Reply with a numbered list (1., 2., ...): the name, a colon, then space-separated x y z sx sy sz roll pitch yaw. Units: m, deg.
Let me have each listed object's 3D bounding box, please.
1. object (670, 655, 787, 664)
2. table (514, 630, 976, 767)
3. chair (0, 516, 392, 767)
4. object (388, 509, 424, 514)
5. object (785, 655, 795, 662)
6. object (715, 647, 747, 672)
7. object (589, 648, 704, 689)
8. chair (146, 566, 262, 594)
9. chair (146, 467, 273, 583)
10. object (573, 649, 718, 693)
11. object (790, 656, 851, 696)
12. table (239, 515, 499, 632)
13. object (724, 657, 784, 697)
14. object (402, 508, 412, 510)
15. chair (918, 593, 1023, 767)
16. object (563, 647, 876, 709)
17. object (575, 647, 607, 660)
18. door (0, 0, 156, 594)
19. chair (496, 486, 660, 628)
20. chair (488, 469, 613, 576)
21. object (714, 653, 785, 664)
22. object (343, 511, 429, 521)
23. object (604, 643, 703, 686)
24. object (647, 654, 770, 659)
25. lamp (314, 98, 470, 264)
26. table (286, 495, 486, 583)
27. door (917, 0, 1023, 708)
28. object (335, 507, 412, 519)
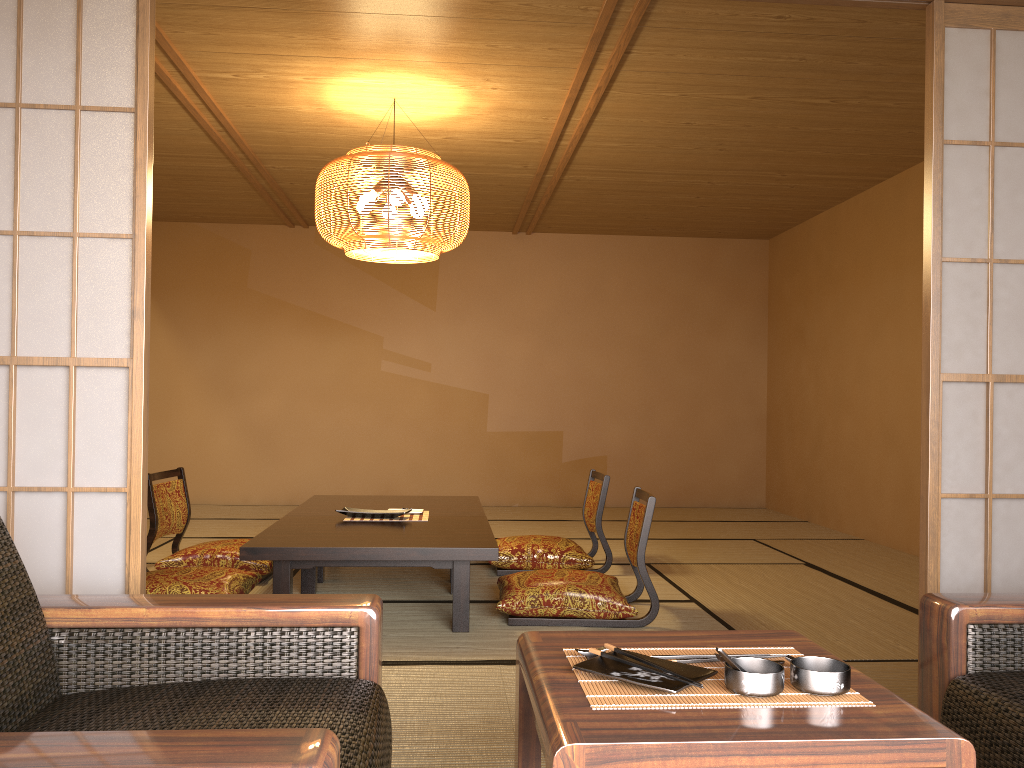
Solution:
1. object: 0.348 0.447 1.445 0.230 0.007 0.006 1 -1 -15
2. table: 0.294 0.699 1.369 0.540 0.500 0.540 1 -1 -4
3. chair: -0.661 0.549 1.333 0.943 0.779 0.872 1 -1 -4
4. object: -0.544 0.651 4.521 0.180 0.014 0.130 1 -1 -3
5. object: 0.457 0.442 1.397 0.050 0.018 0.015 0 -1 37
6. object: 0.333 0.404 1.275 0.117 0.068 0.038 2 -1 -39
7. object: 0.198 0.427 1.339 0.006 0.007 0.230 2 -2 -39
8. chair: -1.479 0.713 3.848 0.699 0.546 0.582 1 -1 -5
9. chair: -1.549 0.734 4.697 0.687 0.546 0.582 1 -1 0
10. object: 0.200 0.438 1.344 0.181 0.015 0.131 0 -2 41
11. object: 0.452 0.430 1.302 0.084 0.037 0.084 0 -1 24
12. table: -0.588 0.823 3.925 0.995 0.356 0.995 1 -1 -4
13. object: 0.353 0.428 1.291 0.084 0.037 0.084 1 -1 -13
14. object: -0.539 0.646 4.536 0.050 0.018 0.015 1 -1 -8
15. chair: 1.328 0.582 1.488 0.943 0.779 0.872 1 -1 -4
16. object: 0.297 0.449 1.370 0.401 0.003 0.300 1 -1 -4
17. object: 0.128 0.438 1.437 0.050 0.018 0.015 1 -1 -18
18. door: -1.348 -0.027 2.033 0.992 1.934 0.040 1 0 -4
19. chair: 0.276 0.741 3.925 0.687 0.546 0.582 1 -1 0
20. chair: 0.186 0.767 5.008 0.699 0.546 0.582 1 -1 -5
21. object: 0.379 0.437 1.407 0.130 0.026 0.038 1 -1 -20
22. object: -0.617 0.656 4.421 0.401 0.003 0.398 1 -1 -4
23. object: 0.212 0.428 1.358 0.006 0.007 0.230 1 -2 -30
24. object: 0.316 0.447 1.458 0.230 0.007 0.006 1 -1 -9
25. lamp: -0.614 -1.075 4.601 0.798 0.825 0.799 1 -1 19
26. table: -0.667 0.847 4.917 0.995 0.356 0.995 1 -1 -4
27. door: 1.529 0.020 2.257 0.992 1.934 0.040 1 0 -4
28. object: -0.675 0.632 4.333 0.349 0.039 0.129 1 -1 9
